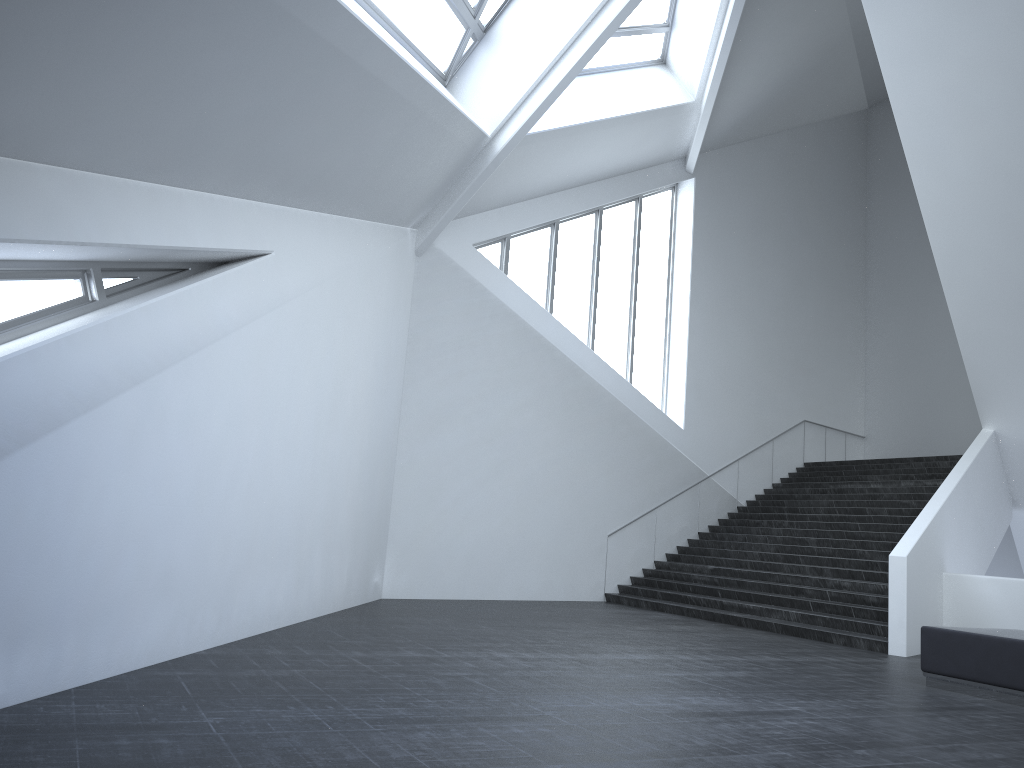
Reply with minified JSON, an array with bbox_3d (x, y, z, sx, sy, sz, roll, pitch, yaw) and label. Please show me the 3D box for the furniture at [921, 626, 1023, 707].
[{"bbox_3d":[5.985,2.447,6.502,1.488,0.580,5.742,9,-11,-26],"label":"furniture"}]
